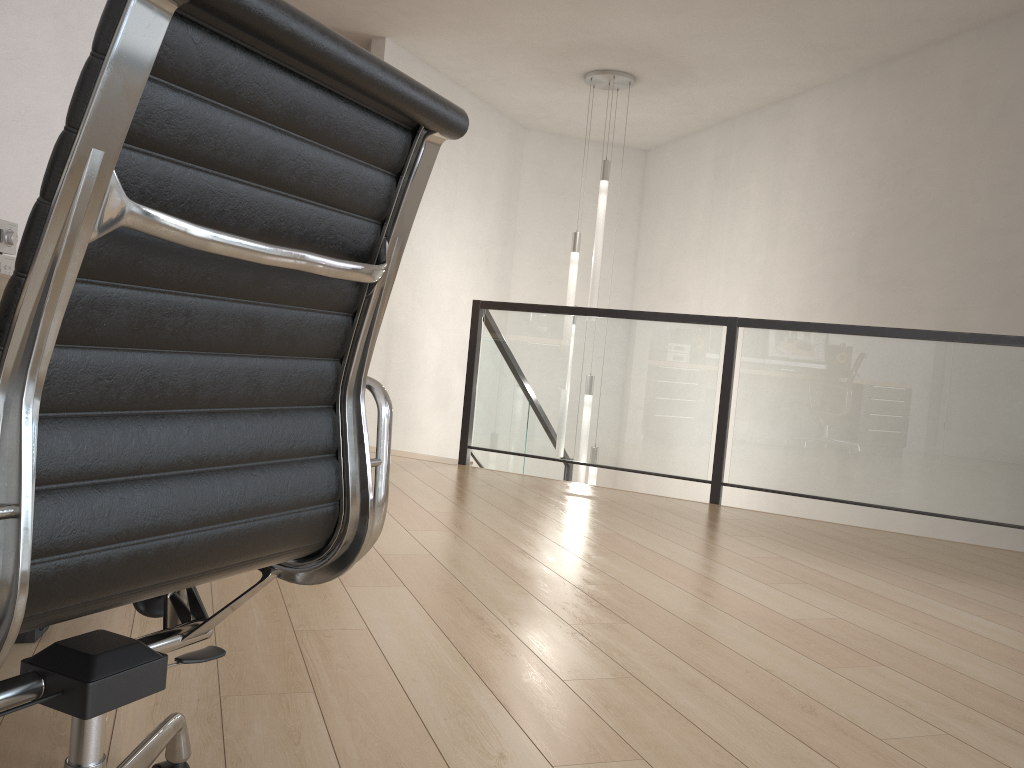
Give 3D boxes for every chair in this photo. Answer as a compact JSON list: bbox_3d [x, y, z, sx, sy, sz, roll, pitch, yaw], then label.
[{"bbox_3d":[-0.475,0.138,0.958,0.699,0.991,0.664,6,2,31],"label":"chair"}]

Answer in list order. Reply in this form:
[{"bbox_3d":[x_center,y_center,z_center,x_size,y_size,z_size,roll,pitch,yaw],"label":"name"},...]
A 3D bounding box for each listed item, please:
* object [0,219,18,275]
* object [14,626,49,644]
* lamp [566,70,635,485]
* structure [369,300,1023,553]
[{"bbox_3d":[-1.395,-0.332,2.146,0.270,0.174,0.285,5,2,-5],"label":"object"},{"bbox_3d":[-1.230,0.268,1.906,0.474,0.527,0.215,4,2,-20],"label":"object"},{"bbox_3d":[0.615,-1.308,6.310,0.359,6.725,0.359,6,2,16],"label":"lamp"},{"bbox_3d":[1.192,1.772,6.164,4.190,4.339,2.823,6,2,25],"label":"structure"}]
